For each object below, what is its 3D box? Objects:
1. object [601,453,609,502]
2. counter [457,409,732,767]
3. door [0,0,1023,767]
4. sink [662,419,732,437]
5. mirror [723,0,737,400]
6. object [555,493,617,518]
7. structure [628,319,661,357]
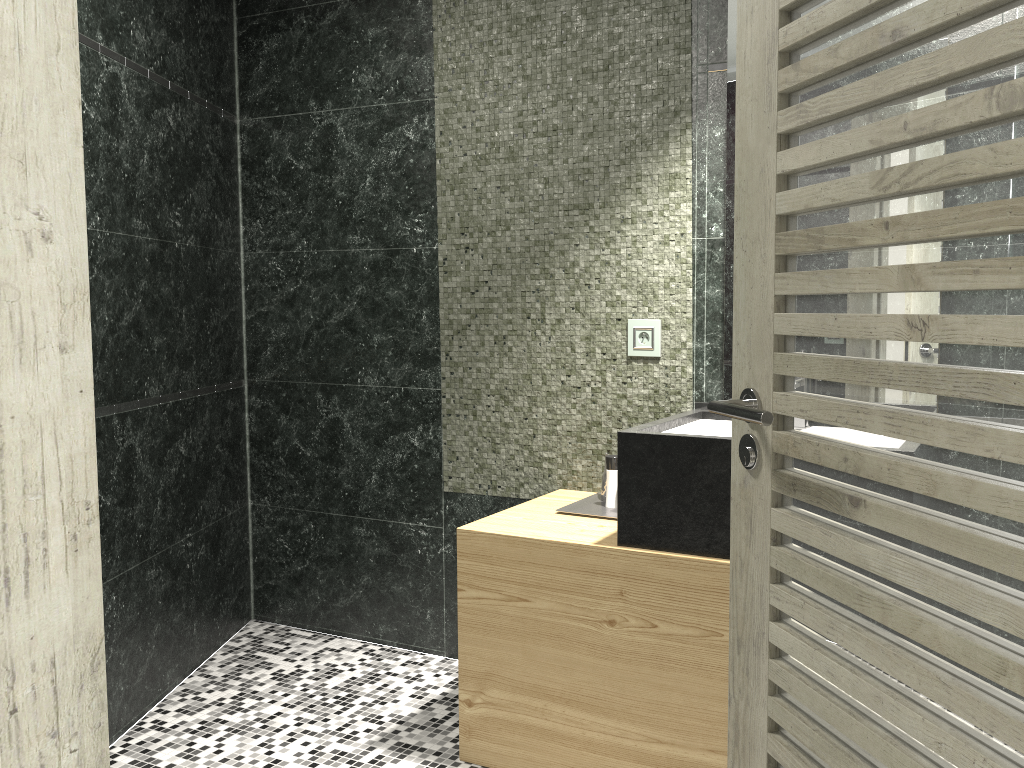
[{"bbox_3d":[0.330,0.322,3.018,0.042,0.163,0.048,3,5,34],"label":"object"},{"bbox_3d":[0.572,0.639,2.683,1.250,1.051,0.681,2,5,26],"label":"counter"},{"bbox_3d":[0.292,0.039,1.099,1.465,2.513,1.073,1,5,10],"label":"door"},{"bbox_3d":[0.799,0.111,2.546,0.681,0.408,0.574,3,5,27],"label":"sink"},{"bbox_3d":[0.997,-0.680,2.725,0.641,1.575,0.045,2,5,25],"label":"mirror"},{"bbox_3d":[0.357,0.410,2.908,0.298,0.011,0.336,3,6,29],"label":"object"},{"bbox_3d":[0.459,-0.160,3.035,0.116,0.128,0.017,2,5,25],"label":"structure"}]
